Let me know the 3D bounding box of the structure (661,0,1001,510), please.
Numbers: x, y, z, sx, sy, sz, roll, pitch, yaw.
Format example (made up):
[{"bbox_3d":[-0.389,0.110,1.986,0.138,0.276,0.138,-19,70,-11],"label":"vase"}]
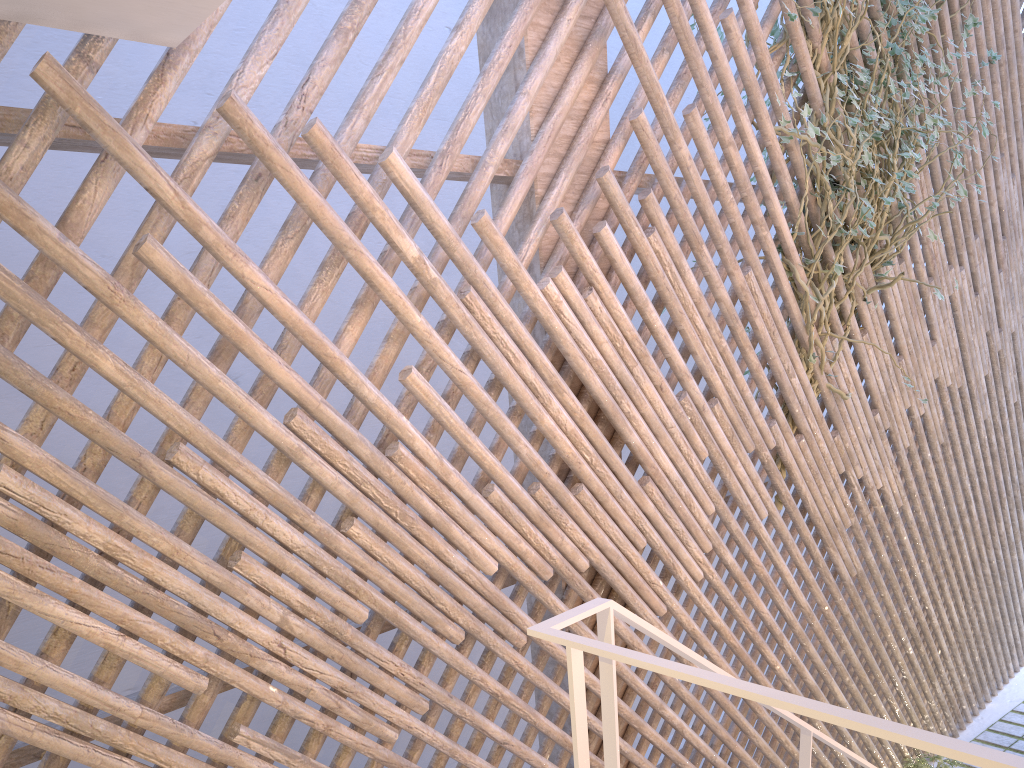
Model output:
[{"bbox_3d":[1.142,-1.079,2.473,0.707,2.994,2.204,15,24,43],"label":"structure"}]

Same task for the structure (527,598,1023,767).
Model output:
[{"bbox_3d":[0.748,1.192,1.841,1.840,2.158,1.134,-18,21,-42],"label":"structure"}]

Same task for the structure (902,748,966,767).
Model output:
[{"bbox_3d":[2.014,1.833,3.921,0.290,0.355,0.291,5,17,35],"label":"structure"}]
